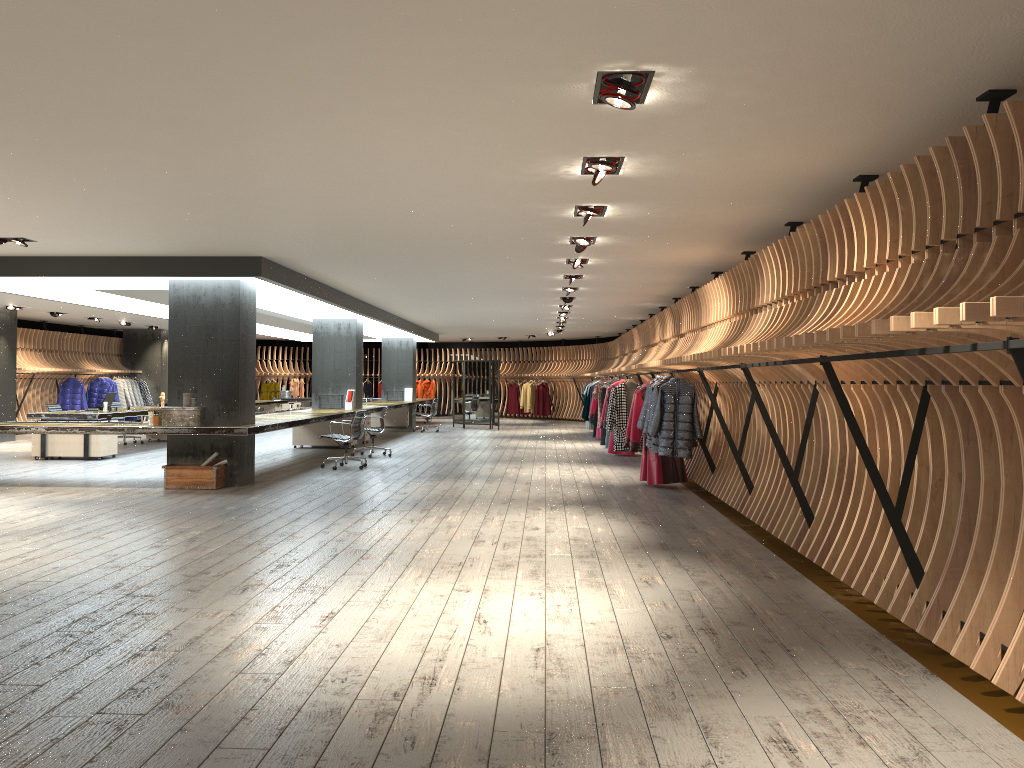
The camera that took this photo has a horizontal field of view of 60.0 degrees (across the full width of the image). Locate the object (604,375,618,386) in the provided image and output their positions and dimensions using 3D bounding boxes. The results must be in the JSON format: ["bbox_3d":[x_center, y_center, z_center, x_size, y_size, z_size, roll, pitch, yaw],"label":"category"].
[{"bbox_3d":[2.068,-0.058,17.929,0.549,0.243,0.023,0,-1,-36],"label":"object"}]

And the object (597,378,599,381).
[{"bbox_3d":[2.279,-0.052,23.226,0.525,0.270,0.012,0,-1,2],"label":"object"}]

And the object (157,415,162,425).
[{"bbox_3d":[-4.343,0.445,11.006,0.108,0.128,0.108,0,0,17],"label":"object"}]

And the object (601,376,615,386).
[{"bbox_3d":[2.067,-0.056,17.771,0.549,0.243,0.023,0,-1,9],"label":"object"}]

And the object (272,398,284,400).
[{"bbox_3d":[-6.434,0.424,24.373,0.302,0.074,0.217,0,0,-3],"label":"object"}]

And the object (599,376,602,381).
[{"bbox_3d":[2.249,-0.058,22.409,0.525,0.270,0.012,0,-1,2],"label":"object"}]

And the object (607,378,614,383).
[{"bbox_3d":[2.105,-0.040,19.066,0.524,0.286,0.015,0,-1,-13],"label":"object"}]

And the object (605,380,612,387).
[{"bbox_3d":[2.072,-0.048,17.543,0.548,0.256,0.023,0,-1,28],"label":"object"}]

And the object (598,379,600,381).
[{"bbox_3d":[2.269,-0.052,23.016,0.525,0.270,0.012,0,-1,7],"label":"object"}]

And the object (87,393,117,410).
[{"bbox_3d":[-7.383,0.313,15.980,0.365,0.316,0.373,0,0,2],"label":"object"}]

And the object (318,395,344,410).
[{"bbox_3d":[-3.554,0.356,17.435,0.459,0.290,0.329,0,0,0],"label":"object"}]

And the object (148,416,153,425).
[{"bbox_3d":[-4.465,0.452,10.969,0.061,0.111,0.061,0,-1,-9],"label":"object"}]

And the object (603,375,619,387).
[{"bbox_3d":[2.043,-0.056,17.221,0.549,0.243,0.023,0,-1,4],"label":"object"}]

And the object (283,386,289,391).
[{"bbox_3d":[-7.001,0.151,27.558,0.262,0.204,0.088,0,-1,1],"label":"object"}]

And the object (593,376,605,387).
[{"bbox_3d":[2.184,-0.050,20.959,0.525,0.270,0.012,0,-1,7],"label":"object"}]

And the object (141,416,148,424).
[{"bbox_3d":[-4.452,0.301,11.209,0.431,0.429,0.195,0,-1,-2],"label":"object"}]

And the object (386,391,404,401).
[{"bbox_3d":[-3.271,0.337,24.832,0.459,0.290,0.329,0,0,5],"label":"object"}]

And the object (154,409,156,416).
[{"bbox_3d":[-4.370,0.394,10.874,0.054,0.207,0.008,1,-1,-15],"label":"object"}]

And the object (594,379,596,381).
[{"bbox_3d":[2.321,-0.059,24.609,0.525,0.270,0.012,0,-1,17],"label":"object"}]

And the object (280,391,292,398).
[{"bbox_3d":[-7.038,0.330,27.611,0.303,0.239,0.497,0,0,3],"label":"object"}]

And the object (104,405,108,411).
[{"bbox_3d":[-7.075,0.425,15.434,0.061,0.111,0.061,0,-1,36],"label":"object"}]

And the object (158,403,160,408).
[{"bbox_3d":[-4.364,0.371,10.994,0.008,0.267,0.060,0,-1,19],"label":"object"}]

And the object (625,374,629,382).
[{"bbox_3d":[1.938,-0.032,14.694,0.525,0.270,0.012,0,-1,2],"label":"object"}]

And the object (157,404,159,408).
[{"bbox_3d":[-4.369,0.374,10.993,0.012,0.264,0.062,0,-1,44],"label":"object"}]

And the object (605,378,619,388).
[{"bbox_3d":[2.065,-0.046,17.028,0.547,0.262,0.023,0,-1,4],"label":"object"}]

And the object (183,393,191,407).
[{"bbox_3d":[-3.911,0.216,10.765,0.088,0.204,0.262,0,0,1],"label":"object"}]

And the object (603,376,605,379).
[{"bbox_3d":[2.201,-0.050,21.139,0.525,0.270,0.012,0,-1,27],"label":"object"}]

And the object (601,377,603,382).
[{"bbox_3d":[2.206,-0.053,21.438,0.525,0.270,0.012,0,-1,12],"label":"object"}]

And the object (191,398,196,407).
[{"bbox_3d":[-3.829,0.223,10.658,0.062,0.109,0.062,1,-1,-27],"label":"object"}]

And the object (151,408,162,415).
[{"bbox_3d":[-4.391,0.402,10.955,0.138,0.209,0.034,1,-1,-18],"label":"object"}]

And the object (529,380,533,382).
[{"bbox_3d":[0.659,-0.087,30.267,0.525,0.270,0.012,0,-1,2],"label":"object"}]

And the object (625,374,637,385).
[{"bbox_3d":[1.949,-0.032,14.513,0.525,0.270,0.012,0,-1,-8],"label":"object"}]

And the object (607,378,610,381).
[{"bbox_3d":[2.119,-0.048,19.279,0.525,0.270,0.012,0,-1,2],"label":"object"}]

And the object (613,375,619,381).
[{"bbox_3d":[2.057,-0.054,17.664,0.549,0.243,0.023,0,-1,-26],"label":"object"}]

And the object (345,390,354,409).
[{"bbox_3d":[-3.197,0.307,17.478,0.129,0.383,0.239,0,-1,2],"label":"object"}]

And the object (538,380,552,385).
[{"bbox_3d":[1.109,-0.078,29.701,0.525,0.270,0.012,0,-1,-23],"label":"object"}]

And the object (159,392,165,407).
[{"bbox_3d":[-7.010,0.319,17.763,0.097,0.301,0.320,1,0,-14],"label":"object"}]

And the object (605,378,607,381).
[{"bbox_3d":[2.153,-0.049,20.172,0.525,0.270,0.012,0,-1,2],"label":"object"}]

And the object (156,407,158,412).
[{"bbox_3d":[-4.383,0.387,11.009,0.084,0.240,0.009,1,-1,-21],"label":"object"}]

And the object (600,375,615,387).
[{"bbox_3d":[2.073,-0.054,18.037,0.549,0.250,0.023,0,-1,4],"label":"object"}]

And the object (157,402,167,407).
[{"bbox_3d":[-7.137,0.422,18.305,0.262,0.088,0.373,0,0,2],"label":"object"}]

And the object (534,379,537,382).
[{"bbox_3d":[0.796,-0.085,30.093,0.012,0.270,0.525,0,-1,42],"label":"object"}]

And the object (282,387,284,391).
[{"bbox_3d":[-7.108,0.157,27.475,0.062,0.109,0.062,1,-1,-32],"label":"object"}]

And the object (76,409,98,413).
[{"bbox_3d":[-6.910,0.449,14.413,0.302,0.074,0.217,0,0,-3],"label":"object"}]

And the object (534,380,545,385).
[{"bbox_3d":[0.954,-0.080,29.912,0.525,0.270,0.012,0,-1,-23],"label":"object"}]

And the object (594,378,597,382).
[{"bbox_3d":[2.276,-0.050,23.996,0.523,0.289,0.015,0,-1,12],"label":"object"}]

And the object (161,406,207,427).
[{"bbox_3d":[-3.968,0.395,10.727,0.498,0.239,0.303,0,0,3],"label":"object"}]

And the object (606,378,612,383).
[{"bbox_3d":[2.166,-0.049,19.926,0.525,0.270,0.012,0,-1,12],"label":"object"}]

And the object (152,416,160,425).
[{"bbox_3d":[-4.366,0.448,10.888,0.084,0.111,0.083,0,0,-10],"label":"object"}]

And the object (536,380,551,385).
[{"bbox_3d":[1.055,-0.079,29.787,0.525,0.270,0.012,0,-1,2],"label":"object"}]
